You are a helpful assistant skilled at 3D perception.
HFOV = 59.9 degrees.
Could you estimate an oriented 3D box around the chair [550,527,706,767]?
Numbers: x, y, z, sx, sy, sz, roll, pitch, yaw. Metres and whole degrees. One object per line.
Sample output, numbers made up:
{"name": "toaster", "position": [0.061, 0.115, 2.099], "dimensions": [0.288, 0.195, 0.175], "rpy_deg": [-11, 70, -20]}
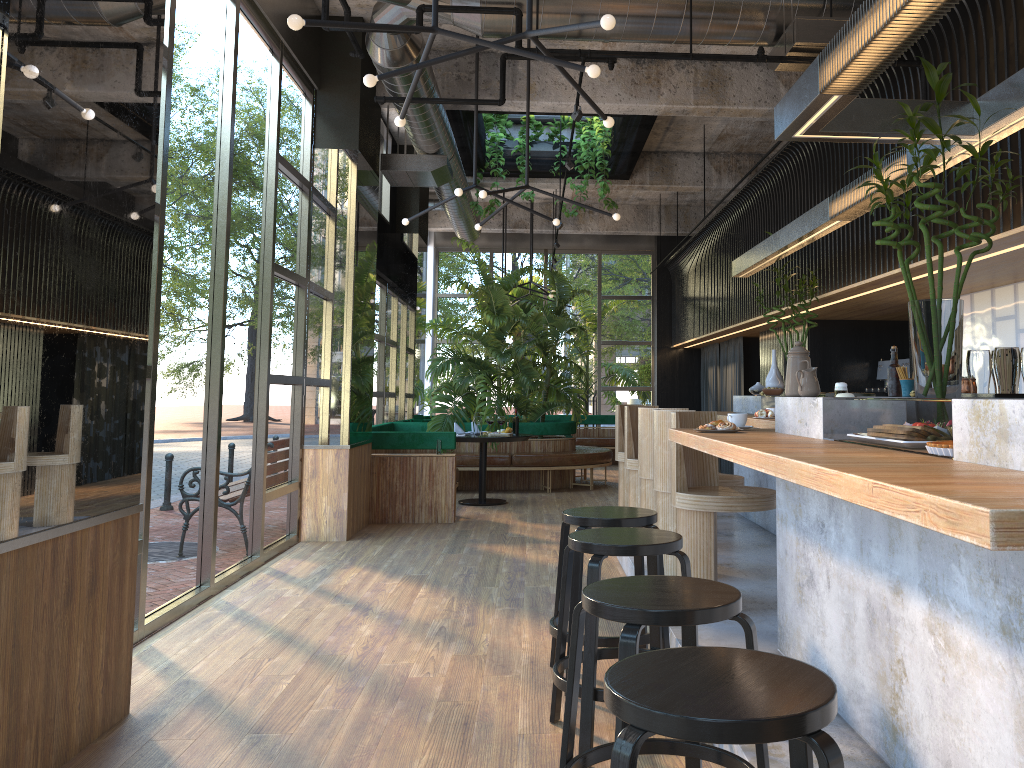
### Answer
{"name": "chair", "position": [0.404, 0.897, 3.176], "dimensions": [0.524, 0.700, 0.502], "rpy_deg": [1, -4, -10]}

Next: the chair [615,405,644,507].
{"name": "chair", "position": [1.170, 0.668, 7.720], "dimensions": [0.541, 0.974, 0.551], "rpy_deg": [0, -4, 9]}

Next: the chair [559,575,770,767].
{"name": "chair", "position": [0.383, 0.886, 2.273], "dimensions": [0.526, 0.700, 0.501], "rpy_deg": [1, -4, -12]}

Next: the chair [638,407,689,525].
{"name": "chair", "position": [1.149, 0.651, 6.171], "dimensions": [0.530, 0.974, 0.562], "rpy_deg": [-1, -4, 22]}

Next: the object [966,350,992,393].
{"name": "object", "position": [2.057, -0.044, 3.907], "dimensions": [0.100, 0.210, 0.110], "rpy_deg": [-3, -6, 44]}

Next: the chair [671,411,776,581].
{"name": "chair", "position": [1.096, 0.633, 4.594], "dimensions": [0.571, 0.974, 0.520], "rpy_deg": [5, -6, -44]}

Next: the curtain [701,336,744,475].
{"name": "curtain", "position": [3.257, 0.343, 13.912], "dimensions": [0.122, 2.068, 3.247], "rpy_deg": [1, -2, 1]}

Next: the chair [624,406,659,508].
{"name": "chair", "position": [1.150, 0.659, 6.915], "dimensions": [0.568, 0.974, 0.524], "rpy_deg": [3, -5, -26]}

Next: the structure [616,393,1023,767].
{"name": "structure", "position": [3.680, 0.415, 4.962], "dimensions": [5.873, 1.738, 7.066], "rpy_deg": [0, -1, -1]}

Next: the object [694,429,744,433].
{"name": "object", "position": [0.871, 0.197, 3.745], "dimensions": [0.197, 0.013, 0.214], "rpy_deg": [0, -1, 35]}

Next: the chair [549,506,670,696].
{"name": "chair", "position": [0.419, 0.904, 3.819], "dimensions": [0.520, 0.700, 0.506], "rpy_deg": [1, -4, -5]}

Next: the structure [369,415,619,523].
{"name": "structure", "position": [1.294, 0.505, 5.672], "dimensions": [6.056, 1.556, 19.950], "rpy_deg": [0, -1, 1]}

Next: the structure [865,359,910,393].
{"name": "structure", "position": [3.998, 0.525, 9.048], "dimensions": [0.552, 1.603, 0.831], "rpy_deg": [1, -4, 0]}

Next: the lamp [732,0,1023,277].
{"name": "lamp", "position": [3.333, -2.105, 5.313], "dimensions": [5.036, 2.142, 6.639], "rpy_deg": [0, -1, -6]}

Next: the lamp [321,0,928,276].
{"name": "lamp", "position": [0.636, -2.367, 10.385], "dimensions": [3.813, 1.538, 9.931], "rpy_deg": [0, -1, -2]}

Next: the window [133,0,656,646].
{"name": "window", "position": [0.209, -1.982, 5.813], "dimensions": [4.158, 6.523, 20.196], "rpy_deg": [0, -1, 1]}

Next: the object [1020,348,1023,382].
{"name": "object", "position": [2.163, -0.046, 3.676], "dimensions": [0.100, 0.210, 0.110], "rpy_deg": [-3, -6, 44]}

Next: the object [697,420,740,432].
{"name": "object", "position": [0.875, 0.177, 3.740], "dimensions": [0.155, 0.053, 0.160], "rpy_deg": [-1, -2, 43]}

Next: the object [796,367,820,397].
{"name": "object", "position": [1.174, -0.008, 3.528], "dimensions": [0.099, 0.120, 0.087], "rpy_deg": [0, -4, 7]}

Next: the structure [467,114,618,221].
{"name": "structure", "position": [0.554, -2.761, 11.139], "dimensions": [2.089, 1.524, 1.460], "rpy_deg": [-1, -3, 28]}

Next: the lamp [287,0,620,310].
{"name": "lamp", "position": [1.541, -2.250, 6.171], "dimensions": [5.108, 1.831, 18.749], "rpy_deg": [0, -1, 1]}

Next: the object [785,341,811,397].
{"name": "object", "position": [1.200, -0.063, 3.733], "dimensions": [0.123, 0.235, 0.205], "rpy_deg": [3, -4, -32]}

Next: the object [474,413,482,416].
{"name": "object", "position": [-0.379, 0.443, 9.846], "dimensions": [0.095, 0.246, 0.089], "rpy_deg": [2, -5, -18]}

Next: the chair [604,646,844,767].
{"name": "chair", "position": [0.367, 0.878, 1.566], "dimensions": [0.505, 0.700, 0.521], "rpy_deg": [0, -4, 13]}

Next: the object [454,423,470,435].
{"name": "object", "position": [-0.574, 0.502, 9.928], "dimensions": [0.239, 0.139, 0.225], "rpy_deg": [1, -2, -17]}

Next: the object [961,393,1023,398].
{"name": "object", "position": [2.088, 0.050, 3.786], "dimensions": [0.274, 0.019, 0.434], "rpy_deg": [0, -1, 0]}

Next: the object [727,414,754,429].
{"name": "object", "position": [0.917, 0.169, 3.885], "dimensions": [0.174, 0.073, 0.433], "rpy_deg": [-1, -1, 35]}

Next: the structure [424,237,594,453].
{"name": "structure", "position": [-0.089, -0.317, 12.322], "dimensions": [2.493, 3.455, 2.589], "rpy_deg": [2, -4, -16]}

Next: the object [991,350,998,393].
{"name": "object", "position": [2.173, -0.044, 3.922], "dimensions": [0.100, 0.210, 0.110], "rpy_deg": [-3, -6, 44]}

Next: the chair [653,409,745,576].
{"name": "chair", "position": [1.127, 0.642, 5.360], "dimensions": [0.572, 0.974, 0.520], "rpy_deg": [4, -5, -41]}

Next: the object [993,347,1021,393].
{"name": "object", "position": [2.055, -0.047, 3.680], "dimensions": [0.100, 0.210, 0.110], "rpy_deg": [-3, -6, 44]}
